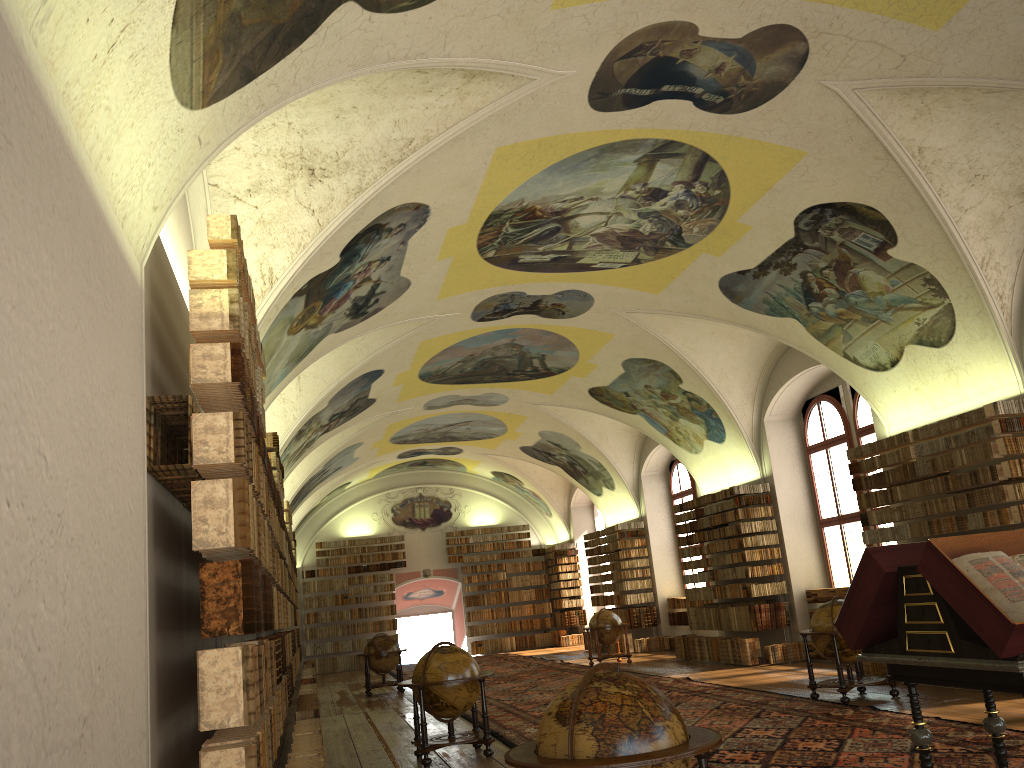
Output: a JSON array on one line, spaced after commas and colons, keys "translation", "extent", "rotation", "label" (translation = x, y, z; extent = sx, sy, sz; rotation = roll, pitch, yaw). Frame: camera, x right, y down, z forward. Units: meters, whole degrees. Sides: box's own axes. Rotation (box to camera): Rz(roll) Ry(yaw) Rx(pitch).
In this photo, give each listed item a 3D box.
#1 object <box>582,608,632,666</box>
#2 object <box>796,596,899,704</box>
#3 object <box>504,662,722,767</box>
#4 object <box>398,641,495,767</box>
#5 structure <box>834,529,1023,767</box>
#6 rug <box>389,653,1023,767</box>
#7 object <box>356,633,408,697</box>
[{"translation": [2.492, 6.618, 23.260], "extent": [1.281, 1.442, 1.282], "rotation": [-13, -15, 28], "label": "object"}, {"translation": [4.846, 3.822, 12.902], "extent": [1.282, 1.442, 1.281], "rotation": [-16, -17, 37], "label": "object"}, {"translation": [0.617, 2.379, 5.186], "extent": [1.282, 1.442, 1.281], "rotation": [-16, -17, 37], "label": "object"}, {"translation": [-0.828, 4.094, 11.537], "extent": [1.281, 1.442, 1.283], "rotation": [-12, -14, 23], "label": "object"}, {"translation": [3.364, 2.032, 6.076], "extent": [1.245, 1.973, 1.900], "rotation": [-3, -14, -14], "label": "structure"}, {"translation": [1.457, 5.487, 15.364], "extent": [4.703, 0.064, 37.075], "rotation": [-3, -14, -14], "label": "rug"}, {"translation": [-3.191, 6.893, 21.904], "extent": [1.281, 1.442, 1.282], "rotation": [-13, -15, 28], "label": "object"}]
